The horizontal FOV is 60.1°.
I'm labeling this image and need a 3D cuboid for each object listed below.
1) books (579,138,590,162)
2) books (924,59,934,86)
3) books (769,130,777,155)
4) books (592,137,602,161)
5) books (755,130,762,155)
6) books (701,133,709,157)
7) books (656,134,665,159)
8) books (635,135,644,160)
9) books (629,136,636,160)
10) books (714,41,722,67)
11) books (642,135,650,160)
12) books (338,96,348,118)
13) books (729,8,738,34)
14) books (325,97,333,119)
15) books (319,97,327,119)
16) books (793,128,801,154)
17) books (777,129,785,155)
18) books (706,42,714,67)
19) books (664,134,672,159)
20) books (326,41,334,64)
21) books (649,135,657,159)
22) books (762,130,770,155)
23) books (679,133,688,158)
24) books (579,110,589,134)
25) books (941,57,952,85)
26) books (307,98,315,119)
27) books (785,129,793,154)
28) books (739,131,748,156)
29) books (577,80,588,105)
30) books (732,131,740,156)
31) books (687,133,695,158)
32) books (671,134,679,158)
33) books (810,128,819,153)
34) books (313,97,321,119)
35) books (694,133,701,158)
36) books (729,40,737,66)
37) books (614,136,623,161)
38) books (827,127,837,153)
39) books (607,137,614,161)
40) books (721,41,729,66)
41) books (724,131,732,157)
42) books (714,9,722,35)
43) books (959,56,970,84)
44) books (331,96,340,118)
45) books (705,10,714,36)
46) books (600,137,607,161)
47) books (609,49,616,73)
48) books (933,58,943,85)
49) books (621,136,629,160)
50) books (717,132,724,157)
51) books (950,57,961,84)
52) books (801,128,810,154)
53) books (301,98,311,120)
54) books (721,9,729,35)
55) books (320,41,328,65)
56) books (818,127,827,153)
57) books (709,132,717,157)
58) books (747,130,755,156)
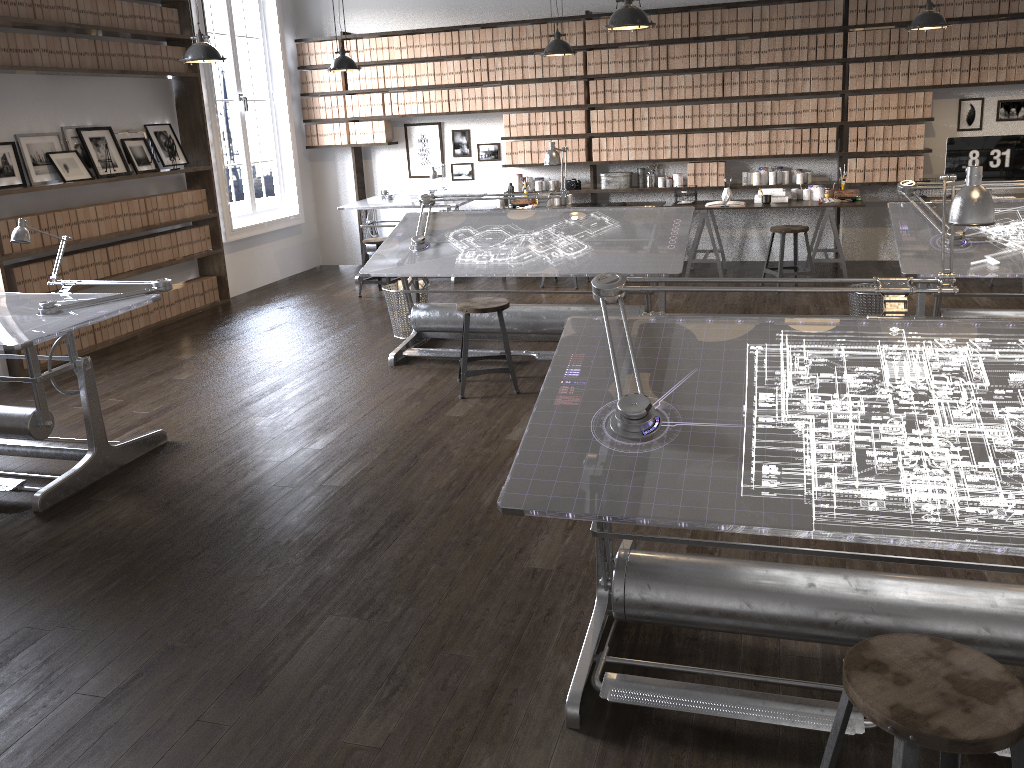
[{"bbox_3d":[0.720,-2.326,8.797,0.067,0.223,0.177,1,16,17],"label":"books"},{"bbox_3d":[3.653,-2.736,7.776,0.067,0.223,0.177,1,16,17],"label":"books"},{"bbox_3d":[2.445,-2.262,8.286,0.067,0.223,0.177,1,16,17],"label":"books"},{"bbox_3d":[0.847,-2.320,8.757,0.067,0.223,0.177,1,16,17],"label":"books"},{"bbox_3d":[2.316,-2.266,8.323,0.067,0.223,0.177,1,16,17],"label":"books"},{"bbox_3d":[1.845,-2.282,8.459,0.067,0.223,0.177,1,16,17],"label":"books"},{"bbox_3d":[1.445,-2.300,8.585,0.067,0.223,0.176,1,16,17],"label":"books"},{"bbox_3d":[1.248,-2.307,8.642,0.067,0.223,0.177,1,16,17],"label":"books"},{"bbox_3d":[1.187,-2.308,8.659,0.067,0.223,0.177,1,16,17],"label":"books"},{"bbox_3d":[1.919,-3.058,8.227,0.067,0.223,0.177,1,16,17],"label":"books"},{"bbox_3d":[1.311,-2.303,8.619,0.067,0.223,0.177,1,16,17],"label":"books"},{"bbox_3d":[-1.773,-2.944,9.403,0.067,0.223,0.177,1,16,17],"label":"books"},{"bbox_3d":[2.031,-3.319,8.123,0.067,0.223,0.177,1,16,17],"label":"books"},{"bbox_3d":[-1.915,-2.949,9.446,0.067,0.223,0.177,1,16,17],"label":"books"},{"bbox_3d":[-1.985,-2.950,9.462,0.067,0.223,0.176,1,16,17],"label":"books"},{"bbox_3d":[2.649,-2.254,8.226,0.067,0.223,0.177,1,16,17],"label":"books"},{"bbox_3d":[2.513,-2.259,8.266,0.067,0.223,0.176,1,16,17],"label":"books"},{"bbox_3d":[1.849,-3.060,8.246,0.067,0.223,0.177,1,16,17],"label":"books"},{"bbox_3d":[1.512,-2.296,8.561,0.067,0.223,0.176,1,16,17],"label":"books"},{"bbox_3d":[-1.865,-3.471,9.282,0.067,0.223,0.177,1,16,17],"label":"books"},{"bbox_3d":[1.377,-2.302,8.605,0.067,0.223,0.177,1,16,17],"label":"books"},{"bbox_3d":[2.379,-2.262,8.300,0.067,0.223,0.177,1,16,17],"label":"books"},{"bbox_3d":[1.651,-2.290,8.518,0.067,0.223,0.177,1,16,17],"label":"books"},{"bbox_3d":[0.709,-2.583,8.728,0.067,0.223,0.177,1,16,17],"label":"books"},{"bbox_3d":[3.787,-2.732,7.742,0.067,0.223,0.176,1,16,17],"label":"books"},{"bbox_3d":[-2.120,-2.957,9.507,0.067,0.223,0.177,1,16,17],"label":"books"},{"bbox_3d":[2.580,-2.255,8.242,0.067,0.223,0.176,1,16,17],"label":"books"},{"bbox_3d":[2.186,-2.270,8.359,0.067,0.223,0.177,1,16,17],"label":"books"},{"bbox_3d":[0.694,-2.850,8.667,0.067,0.223,0.177,1,16,17],"label":"books"},{"bbox_3d":[2.119,-2.274,8.383,0.067,0.223,0.177,1,16,17],"label":"books"},{"bbox_3d":[1.724,-2.289,8.502,0.067,0.223,0.177,1,16,17],"label":"books"},{"bbox_3d":[1.581,-2.295,8.545,0.067,0.223,0.177,1,16,17],"label":"books"},{"bbox_3d":[2.792,-2.249,8.183,0.067,0.223,0.177,1,16,17],"label":"books"},{"bbox_3d":[-2.051,-2.954,9.486,0.067,0.223,0.176,1,16,17],"label":"books"},{"bbox_3d":[1.786,-2.286,8.481,0.067,0.223,0.177,1,16,17],"label":"books"},{"bbox_3d":[2.042,-3.053,8.187,0.067,0.223,0.177,1,16,17],"label":"books"},{"bbox_3d":[1.051,-2.314,8.702,0.067,0.223,0.177,1,16,17],"label":"books"},{"bbox_3d":[2.938,-2.242,8.136,0.067,0.223,0.177,1,16,17],"label":"books"},{"bbox_3d":[0.985,-2.317,8.723,0.067,0.223,0.176,1,16,17],"label":"books"},{"bbox_3d":[1.979,-3.057,8.211,0.067,0.223,0.177,1,16,17],"label":"books"},{"bbox_3d":[2.053,-2.277,8.404,0.067,0.223,0.176,1,16,17],"label":"books"},{"bbox_3d":[1.897,-3.323,8.161,0.067,0.223,0.176,1,16,17],"label":"books"},{"bbox_3d":[3.923,-2.727,7.702,0.067,0.223,0.177,1,16,17],"label":"books"},{"bbox_3d":[-1.845,-2.945,9.420,0.067,0.223,0.177,1,16,17],"label":"books"},{"bbox_3d":[1.827,-3.325,8.179,0.067,0.223,0.177,1,16,17],"label":"books"},{"bbox_3d":[0.917,-2.319,8.740,0.067,0.223,0.176,1,16,17],"label":"books"},{"bbox_3d":[0.980,-3.094,8.507,0.067,0.223,0.177,1,16,17],"label":"books"},{"bbox_3d":[3.719,-2.735,7.762,0.067,0.223,0.177,1,16,17],"label":"books"},{"bbox_3d":[1.117,-2.311,8.678,0.067,0.223,0.177,1,16,17],"label":"books"},{"bbox_3d":[1.985,-2.278,8.421,0.067,0.223,0.176,1,16,17],"label":"books"},{"bbox_3d":[3.854,-2.729,7.718,0.067,0.223,0.176,1,16,17],"label":"books"},{"bbox_3d":[2.719,-2.250,8.199,0.067,0.223,0.177,1,16,17],"label":"books"},{"bbox_3d":[-2.186,-2.957,9.520,0.067,0.223,0.177,1,16,17],"label":"books"},{"bbox_3d":[1.965,-3.322,8.145,0.067,0.223,0.176,1,16,17],"label":"books"},{"bbox_3d":[-1.931,-3.474,9.305,0.067,0.223,0.177,1,16,17],"label":"books"},{"bbox_3d":[2.863,-2.245,8.157,0.067,0.223,0.177,1,16,17],"label":"books"},{"bbox_3d":[1.915,-2.280,8.438,0.067,0.223,0.177,1,16,17],"label":"books"},{"bbox_3d":[2.255,-2.268,8.340,0.067,0.223,0.177,1,16,17],"label":"books"}]
